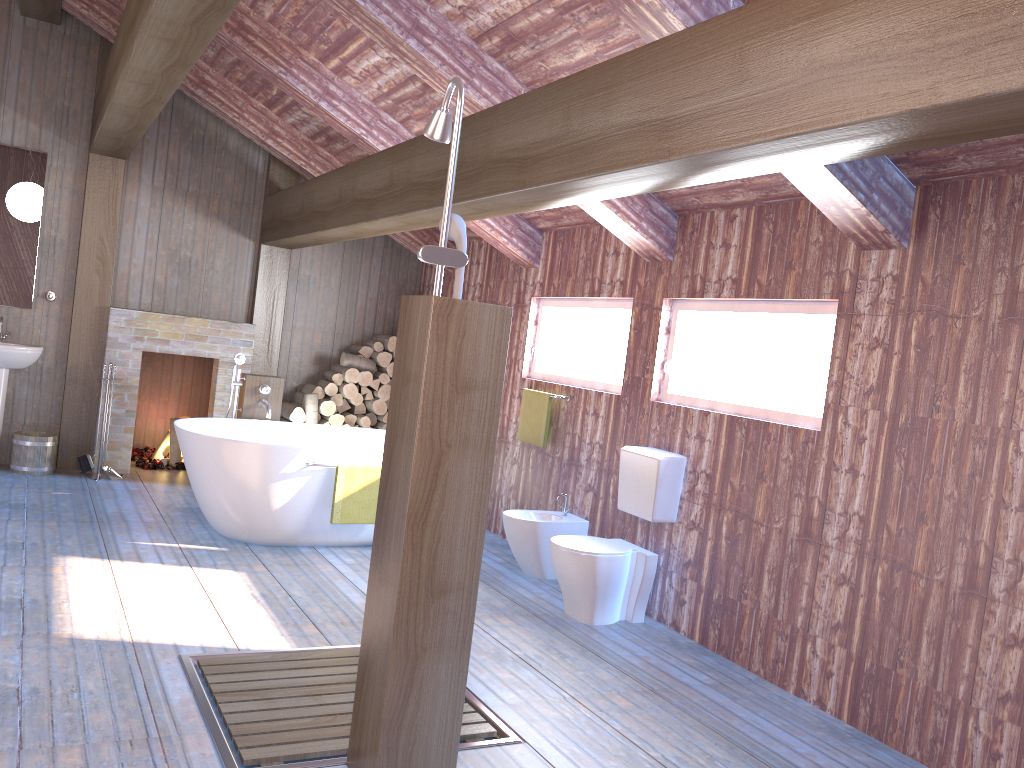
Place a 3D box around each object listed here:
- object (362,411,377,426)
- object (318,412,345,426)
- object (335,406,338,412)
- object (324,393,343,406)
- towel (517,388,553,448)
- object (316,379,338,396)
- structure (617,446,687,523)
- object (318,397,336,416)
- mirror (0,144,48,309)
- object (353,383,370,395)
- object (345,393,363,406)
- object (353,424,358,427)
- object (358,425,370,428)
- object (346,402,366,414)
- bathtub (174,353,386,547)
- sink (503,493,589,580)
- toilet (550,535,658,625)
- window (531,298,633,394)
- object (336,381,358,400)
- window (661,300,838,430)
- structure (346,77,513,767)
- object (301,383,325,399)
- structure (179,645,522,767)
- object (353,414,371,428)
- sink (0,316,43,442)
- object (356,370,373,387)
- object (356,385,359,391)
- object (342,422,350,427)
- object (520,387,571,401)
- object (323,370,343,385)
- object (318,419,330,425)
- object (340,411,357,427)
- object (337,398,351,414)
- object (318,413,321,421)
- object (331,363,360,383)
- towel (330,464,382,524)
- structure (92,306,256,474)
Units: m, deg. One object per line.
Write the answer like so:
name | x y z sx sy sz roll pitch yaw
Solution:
object | -1.323 0.298 7.990 0.116 0.118 0.289 6 2 -31
object | -1.599 0.295 7.746 0.139 0.148 0.458 6 2 -28
object | -1.578 0.204 7.741 0.064 0.068 0.174 6 2 -29
object | -1.574 0.123 7.735 0.111 0.113 0.301 6 2 -29
towel | 0.152 0.226 5.989 0.032 0.361 0.370 6 2 -28
object | -1.605 0.031 7.689 0.115 0.123 0.291 6 2 -28
structure | 0.741 0.537 4.801 0.182 0.363 0.358 6 2 -28
object | -1.655 0.181 7.686 0.138 0.147 0.440 6 2 -28
mirror | -3.759 -1.182 6.690 0.350 1.199 0.009 6 2 -29
object | -1.337 0.044 7.842 0.088 0.092 0.280 6 2 -28
object | -1.409 0.114 7.807 0.115 0.123 0.291 6 2 -28
object | -1.448 0.380 7.821 0.086 0.089 0.279 6 2 -31
object | -1.355 0.405 7.876 0.111 0.113 0.301 6 2 -30
object | -1.406 0.203 7.936 0.104 0.127 0.321 6 2 -28
bathtub | -1.189 0.445 5.807 1.935 1.109 1.460 7 2 -7
sink | 0.174 0.920 5.437 0.515 0.517 0.335 6 2 -28
toilet | 0.432 1.041 4.694 0.534 0.400 0.375 6 2 -28
window | 0.474 -0.271 5.851 0.054 0.587 1.255 6 2 -28
object | -1.487 0.042 7.760 0.141 0.143 0.437 6 2 -30
window | 1.184 -0.130 4.484 0.054 0.587 1.255 6 2 -28
structure | -0.227 0.129 2.779 0.328 2.209 0.522 7 2 -8
object | -1.724 0.062 7.683 0.114 0.113 0.301 6 2 -31
structure | -0.638 1.182 3.288 1.000 0.067 1.000 6 2 -29
object | -1.375 0.307 7.849 0.098 0.100 0.437 6 2 -30
sink | -3.826 0.071 6.547 0.582 1.143 0.475 6 2 -29
object | -1.363 -0.070 7.822 0.138 0.147 0.440 6 2 -28
object | -1.395 0.030 7.792 0.057 0.061 0.156 6 2 -29
object | -1.526 0.370 7.771 0.098 0.100 0.437 6 2 -30
object | 0.205 0.064 5.995 0.091 0.043 0.581 6 2 -28
object | -1.554 -0.056 7.725 0.106 0.112 0.282 6 2 -28
object | -1.721 0.377 7.699 0.155 0.174 0.483 6 2 -30
object | -1.467 0.301 7.804 0.114 0.120 0.303 6 2 -28
object | -1.533 0.175 7.861 0.128 0.150 0.323 6 2 -28
object | -1.766 0.264 7.741 0.121 0.124 0.291 6 2 -28
object | -1.462 -0.094 7.766 0.135 0.145 0.439 6 2 -28
towel | -0.896 0.664 5.336 0.370 0.361 0.032 6 3 -32
structure | -2.766 0.098 7.280 1.130 1.330 0.226 6 2 -29
